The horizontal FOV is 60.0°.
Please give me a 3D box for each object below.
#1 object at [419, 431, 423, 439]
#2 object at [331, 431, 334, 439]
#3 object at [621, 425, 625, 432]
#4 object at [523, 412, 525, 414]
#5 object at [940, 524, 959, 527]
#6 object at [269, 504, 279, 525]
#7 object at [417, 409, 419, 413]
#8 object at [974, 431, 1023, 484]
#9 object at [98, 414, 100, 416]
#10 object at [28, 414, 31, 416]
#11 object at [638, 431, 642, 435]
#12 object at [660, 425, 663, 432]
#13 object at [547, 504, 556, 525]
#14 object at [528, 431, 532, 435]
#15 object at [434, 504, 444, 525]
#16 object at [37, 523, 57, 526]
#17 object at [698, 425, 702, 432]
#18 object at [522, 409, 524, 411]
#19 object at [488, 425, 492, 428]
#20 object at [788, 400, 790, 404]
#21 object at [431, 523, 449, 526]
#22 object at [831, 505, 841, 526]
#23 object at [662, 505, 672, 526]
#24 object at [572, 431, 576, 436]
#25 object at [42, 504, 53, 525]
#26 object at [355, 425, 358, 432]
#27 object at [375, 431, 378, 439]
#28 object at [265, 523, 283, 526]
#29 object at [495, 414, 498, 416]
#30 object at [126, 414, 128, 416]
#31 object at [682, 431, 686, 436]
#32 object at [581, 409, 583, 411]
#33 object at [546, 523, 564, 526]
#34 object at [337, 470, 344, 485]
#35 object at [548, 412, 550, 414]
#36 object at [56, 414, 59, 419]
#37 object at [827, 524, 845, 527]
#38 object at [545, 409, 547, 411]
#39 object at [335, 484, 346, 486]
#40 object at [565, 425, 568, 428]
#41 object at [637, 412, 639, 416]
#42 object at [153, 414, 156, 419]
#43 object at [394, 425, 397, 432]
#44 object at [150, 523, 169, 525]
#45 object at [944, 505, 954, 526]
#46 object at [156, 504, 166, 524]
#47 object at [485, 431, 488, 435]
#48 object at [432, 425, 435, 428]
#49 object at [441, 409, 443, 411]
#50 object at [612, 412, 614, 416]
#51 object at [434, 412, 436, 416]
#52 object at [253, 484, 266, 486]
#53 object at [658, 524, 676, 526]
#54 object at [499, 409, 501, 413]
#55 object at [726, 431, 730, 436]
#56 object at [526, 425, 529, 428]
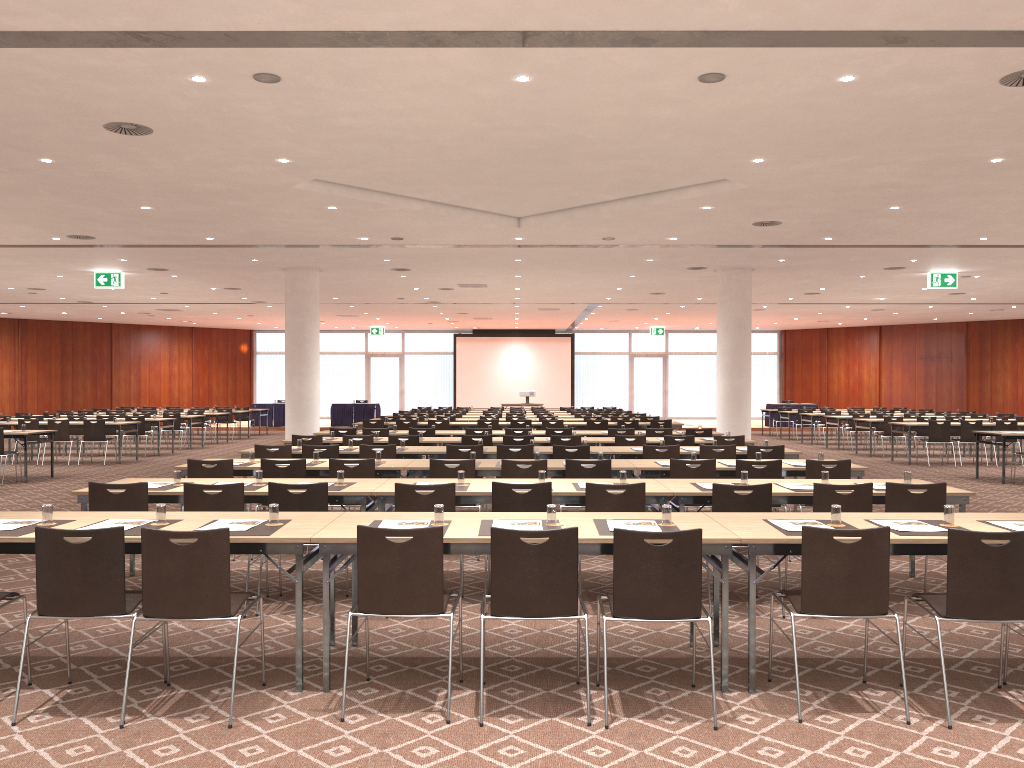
[{"bbox_3d":[-1.348,0.755,13.105,0.054,0.114,0.054,0,0,11],"label":"object"},{"bbox_3d":[-2.657,0.754,13.125,0.054,0.114,0.054,0,1,34],"label":"object"},{"bbox_3d":[1.892,0.759,15.100,0.054,0.114,0.054,0,0,11],"label":"object"},{"bbox_3d":[0.295,0.762,22.597,0.054,0.114,0.054,0,1,34],"label":"object"},{"bbox_3d":[2.511,0.811,5.092,0.102,0.001,0.102,0,0,-34],"label":"object"},{"bbox_3d":[-1.375,0.751,5.120,0.054,0.114,0.054,0,1,-34],"label":"object"},{"bbox_3d":[-2.604,0.761,24.612,0.054,0.114,0.054,0,1,-34],"label":"object"},{"bbox_3d":[9.218,1.242,15.121,2.267,0.833,0.953,0,0,0],"label":"object"},{"bbox_3d":[-9.615,0.753,20.651,0.054,0.114,0.054,0,1,-34],"label":"object"},{"bbox_3d":[-11.241,0.752,20.654,0.054,0.114,0.054,0,1,34],"label":"object"},{"bbox_3d":[1.886,0.758,13.099,0.054,0.114,0.054,0,1,-34],"label":"object"},{"bbox_3d":[2.548,0.760,15.106,0.054,0.114,0.054,0,1,34],"label":"object"},{"bbox_3d":[0.227,0.752,5.100,0.054,0.114,0.054,0,1,-34],"label":"object"},{"bbox_3d":[0.268,0.757,13.107,0.054,0.114,0.054,0,1,34],"label":"object"},{"bbox_3d":[-0.419,0.752,5.100,0.054,0.114,0.054,0,1,-34],"label":"object"},{"bbox_3d":[-2.681,0.807,5.108,0.102,0.001,0.102,0,0,-34],"label":"object"},{"bbox_3d":[3.203,0.760,15.099,0.054,0.114,0.054,0,0,-11],"label":"object"},{"bbox_3d":[0.299,0.763,24.608,0.054,0.114,0.054,0,1,34],"label":"object"},{"bbox_3d":[-0.373,0.757,15.111,0.054,0.114,0.054,0,0,-11],"label":"object"},{"bbox_3d":[9.976,0.647,31.921,0.054,0.114,0.054,0,0,11],"label":"object"},{"bbox_3d":[-0.416,0.809,5.111,0.102,0.001,0.102,0,0,-34],"label":"object"},{"bbox_3d":[1.863,0.753,5.098,0.054,0.114,0.054,0,1,34],"label":"object"},{"bbox_3d":[0.889,0.753,5.094,0.054,0.114,0.054,0,1,-34],"label":"object"},{"bbox_3d":[0.917,0.757,13.101,0.054,0.114,0.054,0,1,34],"label":"object"},{"bbox_3d":[-2.677,0.750,5.110,0.054,0.114,0.054,0,1,-34],"label":"object"},{"bbox_3d":[-2.654,0.755,15.111,0.054,0.114,0.054,0,0,-11],"label":"object"},{"bbox_3d":[-2.005,0.755,13.119,0.054,0.114,0.054,0,0,11],"label":"object"},{"bbox_3d":[-1.369,0.808,5.107,0.102,0.001,0.102,0,0,-34],"label":"object"},{"bbox_3d":[-0.360,0.760,20.612,0.054,0.114,0.054,0,1,-34],"label":"object"},{"bbox_3d":[-8.967,0.753,20.648,0.054,0.114,0.054,0,1,-34],"label":"object"},{"bbox_3d":[2.539,0.758,13.091,0.054,0.114,0.054,0,1,-34],"label":"object"},{"bbox_3d":[1.937,0.764,24.599,0.054,0.114,0.054,0,1,34],"label":"object"},{"bbox_3d":[0.246,0.810,5.109,0.102,0.001,0.102,0,0,-34],"label":"object"},{"bbox_3d":[-1.372,0.752,7.106,0.054,0.114,0.054,0,1,34],"label":"object"},{"bbox_3d":[0.944,0.762,22.604,0.054,0.114,0.054,0,1,34],"label":"object"},{"bbox_3d":[-10.590,0.752,20.649,0.054,0.114,0.054,0,1,34],"label":"object"},{"bbox_3d":[1.861,0.811,5.092,0.102,0.001,0.102,0,0,-34],"label":"object"},{"bbox_3d":[0.956,0.763,24.602,0.054,0.114,0.054,0,1,34],"label":"object"},{"bbox_3d":[-1.374,0.809,7.105,0.102,0.001,0.102,0,0,-11],"label":"object"},{"bbox_3d":[0.922,0.758,15.099,0.054,0.114,0.054,0,0,-11],"label":"object"},{"bbox_3d":[3.215,0.764,22.589,0.054,0.114,0.054,0,1,-34],"label":"object"},{"bbox_3d":[-8.314,0.754,20.630,0.054,0.114,0.054,0,1,-34],"label":"object"},{"bbox_3d":[-1.992,0.756,15.114,0.054,0.114,0.054,0,0,11],"label":"object"},{"bbox_3d":[-2.032,0.808,5.117,0.102,0.001,0.102,0,0,-34],"label":"object"},{"bbox_3d":[2.511,0.754,5.094,0.054,0.114,0.054,0,1,34],"label":"object"},{"bbox_3d":[-2.028,0.750,5.123,0.054,0.114,0.054,0,1,34],"label":"object"},{"bbox_3d":[-0.378,0.756,13.114,0.054,0.114,0.054,0,1,34],"label":"object"},{"bbox_3d":[-1.339,0.756,15.119,0.054,0.114,0.054,0,1,34],"label":"object"},{"bbox_3d":[-1.954,0.761,24.608,0.054,0.114,0.054,0,1,34],"label":"object"},{"bbox_3d":[2.565,0.764,22.602,0.054,0.114,0.054,0,1,34],"label":"object"},{"bbox_3d":[-1.962,0.760,22.623,0.054,0.114,0.054,0,1,34],"label":"object"},{"bbox_3d":[-2.026,0.809,7.107,0.102,0.001,0.102,0,0,34],"label":"object"},{"bbox_3d":[0.894,0.810,5.103,0.102,0.001,0.102,0,0,-34],"label":"object"},{"bbox_3d":[-0.338,0.762,24.607,0.054,0.114,0.054,0,1,34],"label":"object"},{"bbox_3d":[3.194,0.759,13.089,0.054,0.114,0.054,0,1,34],"label":"object"},{"bbox_3d":[0.265,0.758,15.105,0.054,0.114,0.054,0,0,-11],"label":"object"}]
